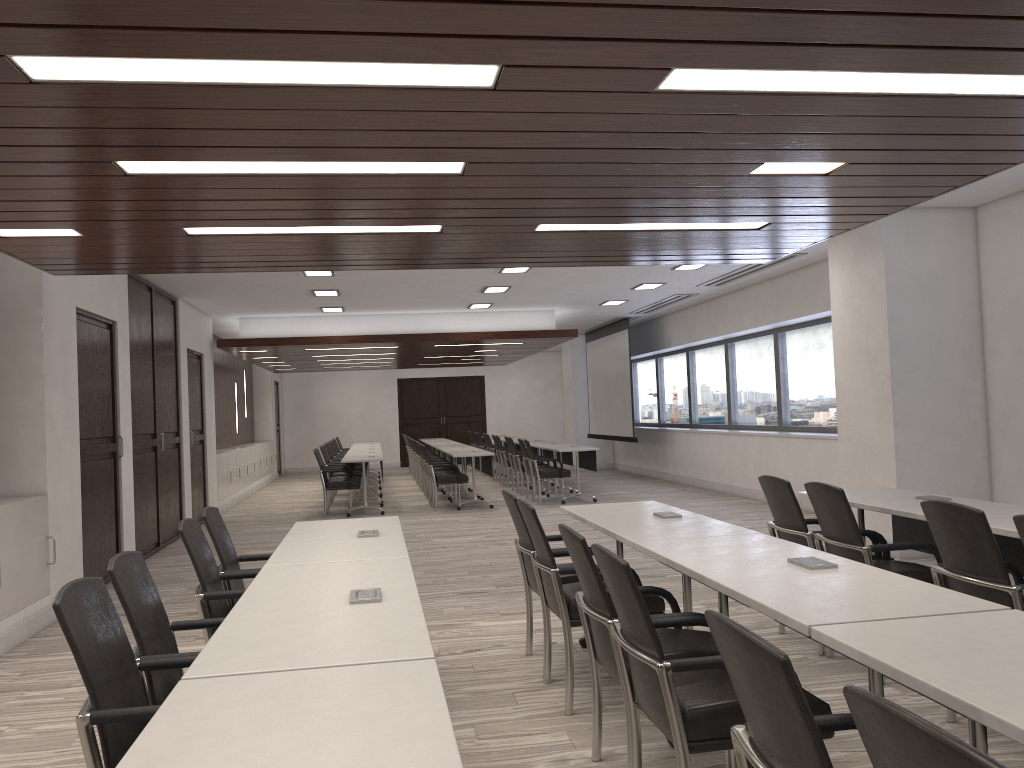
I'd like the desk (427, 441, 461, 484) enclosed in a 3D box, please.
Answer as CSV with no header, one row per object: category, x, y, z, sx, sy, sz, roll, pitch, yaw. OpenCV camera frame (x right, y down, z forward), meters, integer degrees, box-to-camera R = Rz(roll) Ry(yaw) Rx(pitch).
desk,-1.332,1.551,17.501,0.577,0.795,1.509,-2,-2,-9

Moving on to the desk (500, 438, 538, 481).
desk,0.146,1.495,17.734,0.577,0.795,1.509,-2,-2,-9

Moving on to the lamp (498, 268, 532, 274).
lamp,0.044,-1.323,9.787,0.324,0.120,0.519,-2,-2,-9

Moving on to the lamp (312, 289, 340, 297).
lamp,-2.317,-1.184,11.055,0.324,0.120,0.519,-2,-2,-9

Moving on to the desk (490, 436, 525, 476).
desk,-0.090,1.551,19.241,0.577,0.795,1.509,-2,-2,-9

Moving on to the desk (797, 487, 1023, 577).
desk,2.175,1.013,4.763,0.577,0.795,1.509,-2,-2,-9

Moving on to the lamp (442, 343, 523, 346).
lamp,-0.535,-0.674,14.577,1.496,0.045,0.236,-2,-2,-9

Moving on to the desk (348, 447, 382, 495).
desk,-2.596,1.551,15.761,0.577,0.795,1.509,-2,-2,-9

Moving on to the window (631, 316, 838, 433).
window,3.456,0.004,13.957,0.118,1.419,10.452,-2,-2,-9

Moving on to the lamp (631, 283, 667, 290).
lamp,1.799,-1.339,11.704,0.324,0.120,0.519,-2,-2,-9

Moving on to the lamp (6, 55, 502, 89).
lamp,-0.784,-1.022,2.846,1.496,0.045,0.236,-2,-2,-9

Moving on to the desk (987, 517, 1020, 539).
desk,2.410,0.957,3.259,0.577,0.795,1.509,-2,-2,-9

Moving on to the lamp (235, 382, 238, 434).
lamp,-5.643,0.486,17.999,0.094,1.058,0.236,-2,-2,-9

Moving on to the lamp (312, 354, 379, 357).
lamp,-2.807,-0.541,15.777,1.496,0.045,0.236,-2,-2,-9

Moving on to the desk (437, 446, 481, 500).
desk,-0.863,1.439,14.503,0.577,0.795,1.509,-2,-2,-9

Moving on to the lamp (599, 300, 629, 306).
lamp,1.535,-1.276,13.394,0.324,0.120,0.519,-2,-2,-9

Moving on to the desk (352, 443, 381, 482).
desk,-3.067,1.663,18.771,0.577,0.795,1.509,-2,-2,-9

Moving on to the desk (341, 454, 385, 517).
desk,-2.127,1.440,12.763,0.577,0.795,1.509,-2,-2,-9

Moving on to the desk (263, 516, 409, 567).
desk,-0.802,1.125,4.293,0.577,0.795,1.509,-2,-2,-9

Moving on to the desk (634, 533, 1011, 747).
desk,0.933,1.013,3.026,0.577,0.795,1.509,-2,-2,-9

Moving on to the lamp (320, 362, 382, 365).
lamp,-3.180,-0.453,18.166,1.496,0.045,0.236,-2,-2,-9

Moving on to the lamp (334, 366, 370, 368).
lamp,-3.384,-0.404,19.470,1.496,0.045,0.236,-2,-2,-9

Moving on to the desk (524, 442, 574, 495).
desk,0.615,1.384,14.737,0.577,0.795,1.509,-2,-2,-9

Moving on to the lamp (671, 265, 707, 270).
lamp,2.049,-1.398,10.103,0.324,0.120,0.519,-2,-2,-9

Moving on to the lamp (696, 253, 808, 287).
lamp,2.437,-1.317,5.974,1.499,0.552,12.001,-3,-2,8

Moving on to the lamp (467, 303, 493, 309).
lamp,-0.471,-1.201,13.077,0.324,0.120,0.519,-2,-2,-9

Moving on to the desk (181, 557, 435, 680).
desk,-0.567,1.069,2.789,0.577,0.795,1.509,-2,-2,-9

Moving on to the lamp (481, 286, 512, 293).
lamp,-0.206,-1.263,11.388,0.324,0.120,0.519,-2,-2,-9

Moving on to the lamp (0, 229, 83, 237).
lamp,-2.683,-0.876,4.994,0.464,0.045,0.236,-2,-2,-9

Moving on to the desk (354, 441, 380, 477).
desk,-3.303,1.719,20.274,0.577,0.795,1.509,-2,-2,-9

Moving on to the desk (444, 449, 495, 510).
desk,-0.628,1.384,13.000,0.577,0.795,1.509,-2,-2,-9

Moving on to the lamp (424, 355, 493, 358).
lamp,-0.976,-0.569,17.401,1.496,0.045,0.236,-2,-2,-9

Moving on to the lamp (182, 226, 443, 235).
lamp,-1.157,-0.933,5.235,1.496,0.045,0.236,-2,-2,-9

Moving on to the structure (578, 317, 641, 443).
structure,1.858,-0.074,17.260,0.438,2.329,3.550,-2,-2,-9

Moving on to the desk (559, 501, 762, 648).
desk,0.697,1.069,4.529,0.577,0.795,1.509,-2,-2,-9

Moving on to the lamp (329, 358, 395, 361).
lamp,-3.011,-0.493,17.080,1.496,0.045,0.236,-2,-2,-9

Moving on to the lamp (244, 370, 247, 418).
lamp,-5.861,0.217,19.311,0.094,1.058,0.236,-2,-2,-9

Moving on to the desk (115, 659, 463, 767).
desk,-0.331,1.013,1.283,0.577,0.795,1.509,-2,-2,-9

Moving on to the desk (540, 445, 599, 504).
desk,0.850,1.328,13.233,0.577,0.795,1.509,-2,-2,-9

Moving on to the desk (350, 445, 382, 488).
desk,-2.832,1.607,17.265,0.577,0.795,1.509,-2,-2,-9

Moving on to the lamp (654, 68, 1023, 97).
lamp,1.251,-1.098,3.167,1.496,0.045,0.236,-2,-2,-9

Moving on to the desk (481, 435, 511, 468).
desk,-0.325,1.607,20.744,0.577,0.795,1.509,-2,-2,-9

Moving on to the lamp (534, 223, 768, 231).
lamp,0.877,-1.009,5.556,1.496,0.045,0.236,-2,-2,-9

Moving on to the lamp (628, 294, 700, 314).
lamp,1.022,-1.192,8.104,1.469,0.552,14.295,-3,-2,14

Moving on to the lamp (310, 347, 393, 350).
lamp,-2.569,-0.598,14.256,1.496,0.045,0.236,-2,-2,-9

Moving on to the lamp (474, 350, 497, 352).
lamp,-0.474,-0.629,16.145,0.421,0.046,0.236,-2,-2,-9

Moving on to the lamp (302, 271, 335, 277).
lamp,-2.067,-1.244,9.454,0.324,0.120,0.519,-2,-2,-9

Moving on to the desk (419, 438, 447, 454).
desk,-1.803,1.663,20.511,0.577,0.795,1.509,-2,-2,-9

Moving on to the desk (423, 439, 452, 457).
desk,-1.568,1.607,19.007,0.577,0.795,1.509,-2,-2,-9

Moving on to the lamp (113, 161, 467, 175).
lamp,-0.953,-0.982,3.932,1.496,0.045,0.236,-2,-2,-9

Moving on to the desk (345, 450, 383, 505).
desk,-2.363,1.496,14.267,0.577,0.795,1.509,-2,-2,-9

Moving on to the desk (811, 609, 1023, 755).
desk,1.168,0.957,1.520,0.577,0.795,1.509,-2,-2,-9

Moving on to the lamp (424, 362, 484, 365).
lamp,-1.350,-0.480,19.791,1.496,0.045,0.236,-2,-2,-9

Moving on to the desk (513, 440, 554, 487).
desk,0.381,1.439,16.231,0.577,0.795,1.509,-2,-2,-9

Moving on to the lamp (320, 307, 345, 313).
lamp,-2.581,-1.121,12.744,0.324,0.120,0.519,-2,-2,-9

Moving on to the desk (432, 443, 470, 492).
desk,-1.097,1.495,15.998,0.577,0.795,1.509,-2,-2,-9

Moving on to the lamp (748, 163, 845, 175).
lamp,1.379,-1.069,4.300,0.421,0.046,0.236,-2,-2,-9
